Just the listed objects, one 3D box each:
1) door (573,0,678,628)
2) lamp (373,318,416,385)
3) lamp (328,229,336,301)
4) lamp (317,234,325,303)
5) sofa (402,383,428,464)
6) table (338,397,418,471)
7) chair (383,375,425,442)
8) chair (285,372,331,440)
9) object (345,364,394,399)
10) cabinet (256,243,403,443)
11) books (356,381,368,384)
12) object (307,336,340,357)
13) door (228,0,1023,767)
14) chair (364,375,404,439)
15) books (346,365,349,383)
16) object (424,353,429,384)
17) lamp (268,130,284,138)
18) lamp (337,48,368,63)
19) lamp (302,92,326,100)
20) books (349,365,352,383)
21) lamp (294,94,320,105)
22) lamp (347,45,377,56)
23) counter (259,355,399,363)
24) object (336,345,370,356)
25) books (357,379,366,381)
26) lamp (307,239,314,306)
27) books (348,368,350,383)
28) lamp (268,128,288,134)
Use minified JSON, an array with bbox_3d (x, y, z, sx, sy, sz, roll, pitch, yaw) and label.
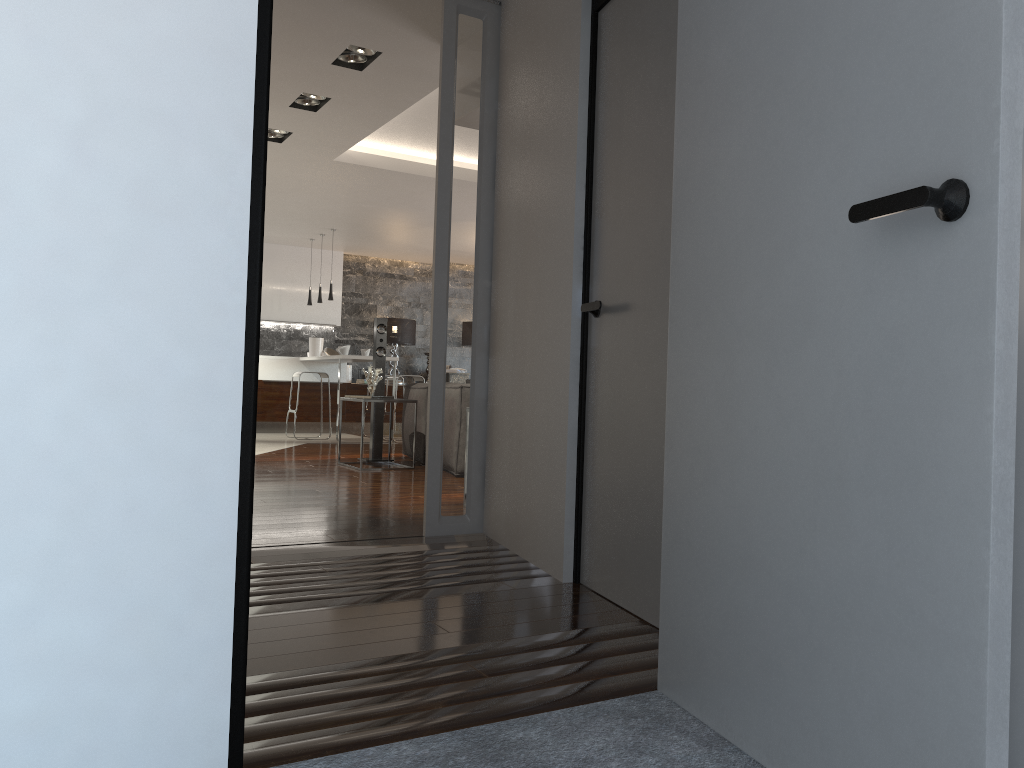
[{"bbox_3d":[0.433,-0.339,2.696,0.160,2.094,0.964,2,-1,-18],"label":"door"},{"bbox_3d":[-1.695,-0.462,12.629,0.625,0.934,0.560,3,-1,-40],"label":"lamp"},{"bbox_3d":[-2.134,-1.412,10.428,0.061,0.846,0.055,3,-1,-30],"label":"lamp"},{"bbox_3d":[-2.347,-1.417,10.812,0.061,0.846,0.055,3,-1,-30],"label":"lamp"},{"bbox_3d":[0.477,0.382,7.714,2.581,0.704,2.631,2,0,-20],"label":"sofa"},{"bbox_3d":[-1.114,0.401,7.260,0.473,0.563,0.571,2,-1,-30],"label":"table"},{"bbox_3d":[-1.309,0.295,10.707,0.452,0.800,0.400,3,-1,-31],"label":"chair"},{"bbox_3d":[-2.424,0.257,10.515,0.452,0.800,0.400,3,-1,-31],"label":"chair"},{"bbox_3d":[-1.185,-0.026,7.360,0.272,0.288,0.297,2,-1,30],"label":"object"},{"bbox_3d":[-2.028,-0.582,10.301,7.263,2.501,4.230,2,-1,-31],"label":"cabinet"},{"bbox_3d":[-1.997,-0.023,12.136,0.170,0.034,0.256,2,0,38],"label":"books"},{"bbox_3d":[-2.578,-0.490,12.054,0.429,0.298,0.555,2,-1,-18],"label":"object"},{"bbox_3d":[0.193,-0.354,1.423,1.050,2.094,0.931,3,-1,-31],"label":"door"},{"bbox_3d":[-1.634,0.287,11.295,0.452,0.800,0.400,3,-1,-31],"label":"chair"},{"bbox_3d":[-2.284,-0.138,12.101,0.020,0.244,0.166,3,-1,-29],"label":"books"},{"bbox_3d":[-1.208,-0.218,12.964,0.203,0.486,0.213,2,-1,17],"label":"object"},{"bbox_3d":[-1.806,-1.891,6.619,0.170,0.077,0.184,2,0,25],"label":"lamp"},{"bbox_3d":[-0.914,-1.871,5.008,0.186,0.077,0.167,2,-1,-35],"label":"lamp"},{"bbox_3d":[-1.274,-1.879,5.659,0.184,0.077,0.169,2,0,-25],"label":"lamp"},{"bbox_3d":[-2.253,-0.136,12.144,0.025,0.243,0.167,3,-1,-29],"label":"books"},{"bbox_3d":[-1.357,-1.881,5.809,0.186,0.077,0.167,2,-1,-35],"label":"lamp"},{"bbox_3d":[-0.830,-1.869,4.858,0.184,0.077,0.169,2,0,-25],"label":"lamp"},{"bbox_3d":[-3.731,-0.368,10.229,4.229,0.041,2.561,2,0,-31],"label":"counter"},{"bbox_3d":[-1.906,-0.393,10.537,0.459,0.133,0.179,2,-1,-31],"label":"object"},{"bbox_3d":[-1.997,-0.052,12.126,0.158,0.024,0.239,2,0,39],"label":"books"},{"bbox_3d":[-2.560,-1.422,11.197,0.061,0.846,0.055,3,-1,-30],"label":"lamp"},{"bbox_3d":[-2.265,-0.118,12.114,0.021,0.205,0.147,3,-1,-29],"label":"books"},{"bbox_3d":[-1.722,-1.889,6.469,0.184,0.077,0.169,2,0,-25],"label":"lamp"}]
